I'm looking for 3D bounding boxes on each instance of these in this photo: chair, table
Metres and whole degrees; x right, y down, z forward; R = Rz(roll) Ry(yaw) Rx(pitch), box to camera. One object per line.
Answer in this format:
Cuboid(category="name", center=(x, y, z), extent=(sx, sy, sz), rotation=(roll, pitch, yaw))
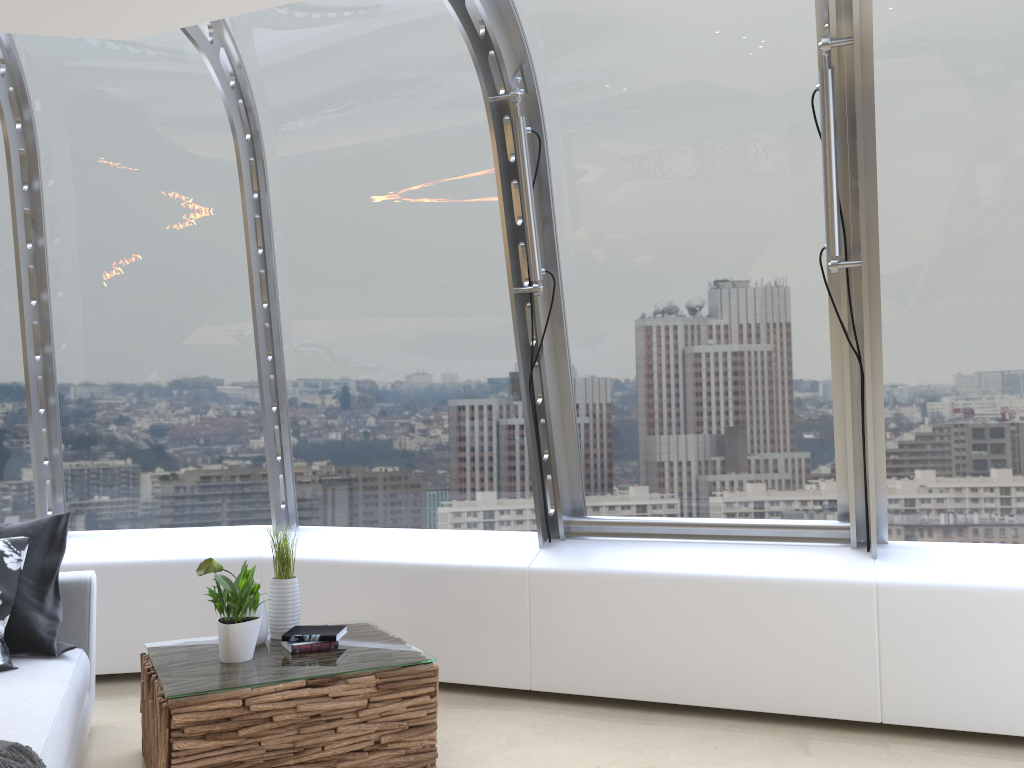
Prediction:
Cuboid(category="chair", center=(-2.045, 1.116, 2.830), extent=(1.176, 0.690, 2.068), rotation=(0, -4, -21))
Cuboid(category="table", center=(-0.901, 1.275, 3.500), extent=(1.007, 0.436, 0.923), rotation=(1, -4, -27))

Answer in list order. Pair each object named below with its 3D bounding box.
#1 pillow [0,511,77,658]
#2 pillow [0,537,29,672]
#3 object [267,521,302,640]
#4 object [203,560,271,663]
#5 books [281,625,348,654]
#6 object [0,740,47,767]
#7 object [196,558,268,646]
Cuboid(category="pillow", center=(-2.264, 0.794, 3.447), extent=(1.070, 0.597, 0.510), rotation=(0, -4, -22))
Cuboid(category="pillow", center=(-2.126, 0.794, 3.176), extent=(0.683, 0.528, 0.431), rotation=(1, -4, -27))
Cuboid(category="object", center=(-0.978, 0.821, 3.791), extent=(0.153, 0.511, 0.150), rotation=(1, -4, -23))
Cuboid(category="object", center=(-1.064, 0.873, 3.413), extent=(0.284, 0.369, 0.215), rotation=(-4, -5, 41))
Cuboid(category="books", center=(-0.808, 1.030, 3.581), extent=(0.265, 0.063, 0.246), rotation=(-1, -3, -5))
Cuboid(category="object", center=(-1.659, 1.049, 2.298), extent=(0.825, 0.359, 1.024), rotation=(1, -4, -23))
Cuboid(category="object", center=(-1.142, 0.884, 3.615), extent=(0.297, 0.370, 0.152), rotation=(2, -4, -37))
